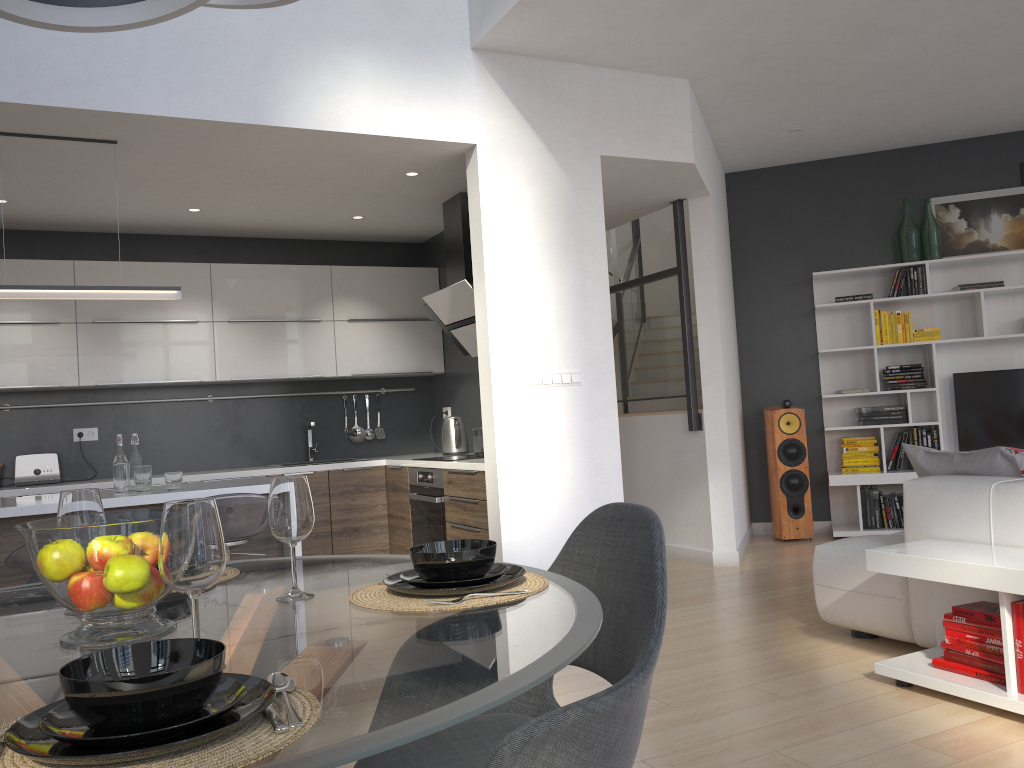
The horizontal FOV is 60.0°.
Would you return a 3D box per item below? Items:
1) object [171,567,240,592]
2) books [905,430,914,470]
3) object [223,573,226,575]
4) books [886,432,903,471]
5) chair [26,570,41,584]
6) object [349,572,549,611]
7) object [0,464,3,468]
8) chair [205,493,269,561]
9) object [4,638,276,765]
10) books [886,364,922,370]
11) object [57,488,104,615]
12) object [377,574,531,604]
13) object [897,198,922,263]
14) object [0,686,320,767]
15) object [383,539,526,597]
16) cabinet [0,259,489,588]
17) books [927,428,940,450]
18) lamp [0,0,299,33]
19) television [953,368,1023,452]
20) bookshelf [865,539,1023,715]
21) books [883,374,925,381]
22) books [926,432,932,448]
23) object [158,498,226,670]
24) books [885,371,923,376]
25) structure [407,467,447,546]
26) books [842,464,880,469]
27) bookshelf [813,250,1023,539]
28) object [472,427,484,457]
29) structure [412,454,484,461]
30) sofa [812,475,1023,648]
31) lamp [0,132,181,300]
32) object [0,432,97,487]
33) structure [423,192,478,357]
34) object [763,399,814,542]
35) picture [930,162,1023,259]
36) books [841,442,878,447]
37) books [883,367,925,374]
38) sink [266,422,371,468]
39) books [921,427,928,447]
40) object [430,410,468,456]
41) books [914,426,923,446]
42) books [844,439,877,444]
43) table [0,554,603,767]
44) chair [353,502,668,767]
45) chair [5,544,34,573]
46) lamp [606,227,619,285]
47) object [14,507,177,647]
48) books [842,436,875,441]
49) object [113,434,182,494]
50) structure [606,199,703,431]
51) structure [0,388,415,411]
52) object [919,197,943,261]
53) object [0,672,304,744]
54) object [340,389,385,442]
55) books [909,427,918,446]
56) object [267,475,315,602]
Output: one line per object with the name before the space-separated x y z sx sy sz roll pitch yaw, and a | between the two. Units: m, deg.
object | -0.772 0.423 1.903 0.360 0.002 0.360 -5 -3 38
books | 3.028 0.499 6.743 0.028 0.301 0.213 -4 -2 18
object | -0.778 0.416 1.900 0.309 0.015 0.206 -3 -2 -22
books | 2.922 0.514 6.795 0.142 0.284 0.232 -4 -2 18
chair | -0.877 0.765 2.090 0.655 0.891 0.619 -3 -2 -25
object | -0.113 0.369 1.603 0.360 0.002 0.360 -4 -2 16
object | -3.326 0.575 5.417 0.380 0.148 0.263 -3 -3 -27
chair | -1.239 0.885 3.849 0.475 0.838 0.434 -2 -3 -29
object | -0.379 0.321 0.920 0.258 0.074 0.258 -3 -2 -7
books | 2.989 -0.129 6.761 0.246 0.026 0.180 -5 -2 26
object | -0.786 0.304 1.622 0.083 0.220 0.083 -4 -2 2
object | -0.117 0.362 1.612 0.206 0.015 0.309 -3 -2 -22
object | 3.020 -1.162 6.752 0.157 0.507 0.157 -5 -3 32
object | -0.382 0.360 0.917 0.360 0.002 0.360 -4 -2 16
object | -0.105 0.331 1.610 0.258 0.074 0.258 -6 -3 44
cabinet | -2.196 0.153 4.820 4.694 2.501 2.402 -3 -3 -26
books | 3.187 0.487 6.694 0.051 0.297 0.230 -4 -2 18
lamp | -0.828 -2.914 1.544 1.000 4.513 1.000 -3 -2 -25
television | 3.869 0.231 6.507 1.102 0.704 0.207 -4 -2 18
bookshelf | 2.077 0.782 2.238 0.356 0.500 2.600 -3 -3 -27
books | 2.991 -0.050 6.763 0.284 0.030 0.214 -5 -3 27
books | 3.150 0.501 6.704 0.028 0.272 0.200 -4 -2 18
object | -0.413 0.261 1.153 0.083 0.220 0.083 -5 -2 24
books | 2.989 -0.075 6.768 0.264 0.020 0.189 -5 -2 22
structure | -0.288 0.802 5.554 0.584 0.588 0.587 -3 -3 -27
books | 2.699 0.632 6.864 0.269 0.025 0.213 -5 -2 21
bookshelf | 3.830 0.055 6.408 3.000 2.052 0.455 -4 -2 18
object | -0.102 0.330 5.528 0.288 0.223 0.315 -4 -2 15
structure | -0.269 0.459 5.588 0.550 0.006 0.600 -3 -3 -27
sofa | 3.282 0.623 3.137 2.614 0.732 3.424 -3 -3 -27
lamp | -2.063 -0.766 4.064 0.998 0.756 0.020 -3 -3 -27
object | -2.959 0.477 5.649 0.562 0.319 0.191 -3 -3 -26
structure | -0.262 -0.695 5.668 0.407 0.998 0.898 -3 -3 -27
object | 2.157 0.668 6.975 0.290 1.088 0.434 -4 -2 3
picture | 3.827 -1.314 6.651 1.279 0.707 0.076 -4 -2 18
books | 2.700 0.472 6.884 0.238 0.023 0.167 -5 -3 34
books | 2.999 -0.101 6.786 0.284 0.030 0.214 -5 -3 27
sink | -1.360 0.523 6.210 0.626 0.518 0.512 -3 -3 -27
books | 3.119 0.484 6.722 0.034 0.315 0.239 -4 -2 18
object | -0.455 0.344 6.332 0.179 0.318 0.590 -3 -2 -20
books | 3.090 0.480 6.732 0.026 0.326 0.237 -4 -2 18
books | 2.705 0.447 6.879 0.234 0.024 0.171 -5 -2 23
table | -0.584 0.775 1.390 1.499 0.764 1.499 -2 -3 -37
chair | -0.011 0.691 1.615 0.619 0.891 0.655 -3 -2 -20
chair | -1.772 0.934 3.581 0.434 0.787 0.475 -5 -3 26
lamp | 0.808 -3.811 9.378 0.359 6.725 0.359 -2 -3 -35
object | -0.628 0.303 1.409 0.278 0.184 0.278 -3 -2 -18
books | 2.702 0.423 6.905 0.234 0.024 0.171 -5 -2 23
object | -1.652 0.354 4.021 0.323 0.267 0.148 -5 -3 28
structure | 1.505 -0.874 8.525 2.823 4.339 4.190 -3 -3 -27
structure | -2.099 0.100 6.181 3.000 0.045 0.050 -3 -3 -27
object | 3.185 -1.173 6.756 0.157 0.507 0.157 -5 -3 32
object | -0.379 0.352 0.930 0.309 0.015 0.206 -3 -2 -22
object | -1.119 0.238 6.649 0.320 0.389 0.069 -3 -2 -25
books | 3.059 0.489 6.739 0.034 0.314 0.237 -4 -2 18
object | -0.399 0.278 1.612 0.083 0.220 0.083 -5 -3 35
